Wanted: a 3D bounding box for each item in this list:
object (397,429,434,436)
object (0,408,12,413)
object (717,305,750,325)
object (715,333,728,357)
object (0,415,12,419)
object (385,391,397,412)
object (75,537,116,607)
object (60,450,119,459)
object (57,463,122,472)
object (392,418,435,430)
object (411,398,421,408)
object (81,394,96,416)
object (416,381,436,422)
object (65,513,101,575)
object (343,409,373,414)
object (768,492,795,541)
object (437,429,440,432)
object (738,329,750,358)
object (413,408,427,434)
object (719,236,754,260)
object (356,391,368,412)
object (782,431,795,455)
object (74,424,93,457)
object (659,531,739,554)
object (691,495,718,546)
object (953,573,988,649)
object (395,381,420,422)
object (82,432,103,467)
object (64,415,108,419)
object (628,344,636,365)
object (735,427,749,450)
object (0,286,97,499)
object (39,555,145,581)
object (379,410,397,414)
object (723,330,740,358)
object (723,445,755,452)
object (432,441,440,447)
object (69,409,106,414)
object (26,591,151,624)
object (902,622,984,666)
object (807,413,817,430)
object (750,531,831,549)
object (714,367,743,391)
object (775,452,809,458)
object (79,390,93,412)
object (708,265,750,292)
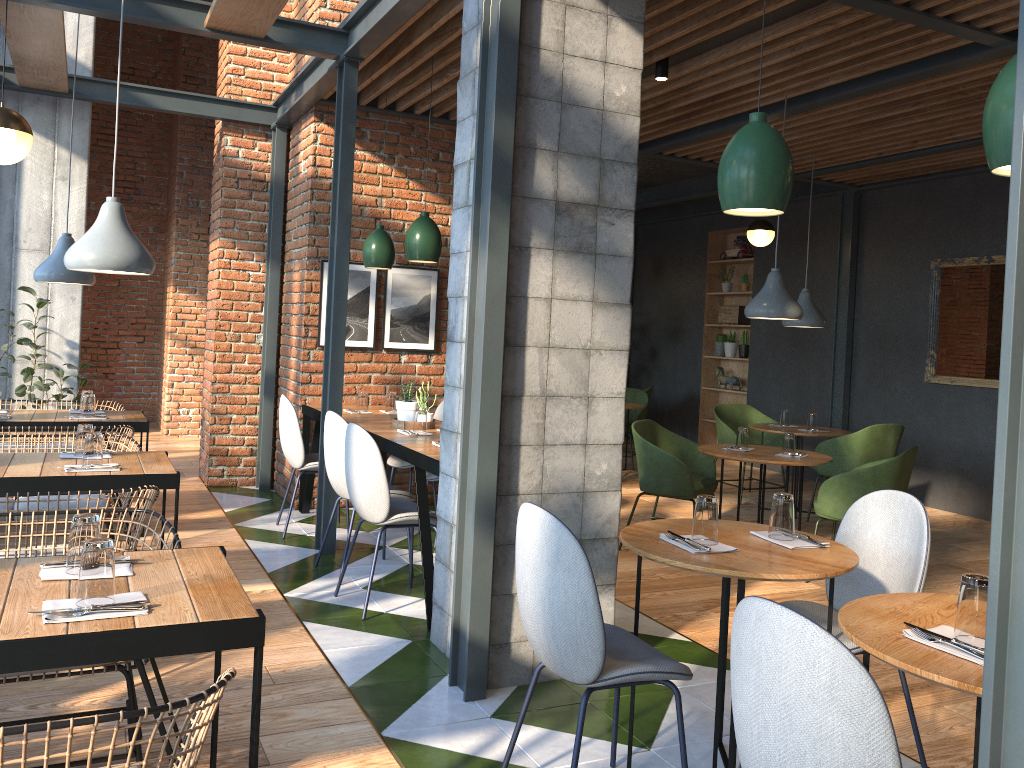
[{"bbox_3d":[-0.542,0.266,4.937,0.157,0.019,0.243,1,4,-26],"label":"object"},{"bbox_3d":[-3.207,0.163,5.457,0.242,0.019,0.158,1,4,-26],"label":"object"},{"bbox_3d":[2.628,-0.818,10.497,0.199,0.241,0.341,2,2,-31],"label":"object"},{"bbox_3d":[2.522,-0.476,10.664,0.190,0.295,0.173,4,2,38],"label":"object"},{"bbox_3d":[-3.049,0.188,5.162,0.242,0.019,0.158,1,4,-27],"label":"object"},{"bbox_3d":[-0.827,0.122,6.063,0.080,0.138,0.080,4,1,37],"label":"object"},{"bbox_3d":[-0.911,0.411,1.944,0.080,0.138,0.080,3,1,-4],"label":"object"},{"bbox_3d":[-1.892,0.314,3.967,0.242,0.019,0.158,1,4,-24],"label":"object"},{"bbox_3d":[-1.738,0.340,3.644,0.242,0.019,0.158,1,4,-27],"label":"object"},{"bbox_3d":[-0.581,0.233,5.244,0.254,0.046,0.251,5,4,38],"label":"object"},{"bbox_3d":[-0.607,0.161,5.559,0.080,0.138,0.080,4,1,37],"label":"object"},{"bbox_3d":[-2.583,0.131,5.411,0.080,0.138,0.080,4,1,37],"label":"object"},{"bbox_3d":[-0.516,0.119,5.200,0.115,0.282,0.128,2,1,-30],"label":"object"},{"bbox_3d":[-1.051,0.391,2.178,0.080,0.138,0.080,4,2,39],"label":"object"},{"bbox_3d":[-1.043,0.181,5.986,0.157,0.019,0.243,1,4,-27],"label":"object"},{"bbox_3d":[0.843,0.411,2.764,0.080,0.138,0.080,4,1,32],"label":"object"},{"bbox_3d":[-0.318,0.271,5.046,0.157,0.019,0.243,1,4,-26],"label":"object"},{"bbox_3d":[2.689,-0.471,10.240,0.143,0.349,0.144,3,1,-9],"label":"object"},{"bbox_3d":[-0.509,0.202,4.928,0.080,0.138,0.080,3,1,-3],"label":"object"},{"bbox_3d":[2.671,-1.599,10.440,0.204,0.285,0.518,2,3,-26],"label":"object"},{"bbox_3d":[-1.009,0.117,5.977,0.080,0.138,0.080,3,1,-4],"label":"object"},{"bbox_3d":[1.702,0.362,5.441,0.080,0.138,0.080,2,2,-44],"label":"object"},{"bbox_3d":[-1.898,0.249,3.936,0.080,0.138,0.080,4,2,39],"label":"object"},{"bbox_3d":[0.550,0.469,2.653,0.157,0.019,0.243,2,3,-21],"label":"object"},{"bbox_3d":[0.580,0.405,2.649,0.080,0.138,0.080,4,2,42],"label":"object"},{"bbox_3d":[0.967,0.470,1.846,0.080,0.138,0.080,3,1,-16],"label":"object"},{"bbox_3d":[-0.621,0.113,5.271,0.146,0.276,0.145,4,2,45],"label":"object"},{"bbox_3d":[-1.734,0.272,3.670,0.080,0.138,0.080,2,1,-24],"label":"object"},{"bbox_3d":[-2.588,0.198,5.385,0.242,0.019,0.158,1,4,-26],"label":"object"},{"bbox_3d":[1.073,-0.147,11.484,1.056,1.794,0.723,3,1,-16],"label":"object"},{"bbox_3d":[1.454,0.342,5.587,0.080,0.138,0.080,2,2,-44],"label":"object"},{"bbox_3d":[-3.488,0.070,6.209,0.859,1.497,0.899,3,1,-7],"label":"object"},{"bbox_3d":[-1.044,0.456,2.209,0.242,0.019,0.158,1,4,-24],"label":"object"},{"bbox_3d":[-0.800,0.190,6.054,0.157,0.019,0.243,1,4,-26],"label":"object"},{"bbox_3d":[2.583,-0.478,10.455,0.213,0.329,0.233,2,1,-20],"label":"object"},{"bbox_3d":[1.443,0.405,5.618,0.157,0.019,0.242,5,4,33],"label":"object"},{"bbox_3d":[-0.304,0.305,4.466,0.157,0.019,0.243,1,4,-26],"label":"object"},{"bbox_3d":[-2.714,0.174,5.695,0.242,0.019,0.158,1,4,-26],"label":"object"},{"bbox_3d":[-0.914,0.479,1.918,0.242,0.019,0.158,1,4,-27],"label":"object"},{"bbox_3d":[0.938,0.534,1.846,0.157,0.019,0.243,1,4,-29],"label":"object"},{"bbox_3d":[2.422,0.301,7.147,0.080,0.138,0.080,3,1,26],"label":"object"},{"bbox_3d":[0.869,0.479,2.753,0.157,0.019,0.243,2,3,-21],"label":"object"},{"bbox_3d":[2.560,-0.064,10.491,0.150,0.257,0.522,2,3,-26],"label":"object"},{"bbox_3d":[1.711,0.430,5.418,0.157,0.019,0.242,5,4,33],"label":"object"},{"bbox_3d":[-2.720,0.109,5.665,0.080,0.138,0.080,4,1,37],"label":"object"},{"bbox_3d":[2.588,-1.249,10.498,0.538,0.329,0.174,5,2,43],"label":"object"}]
